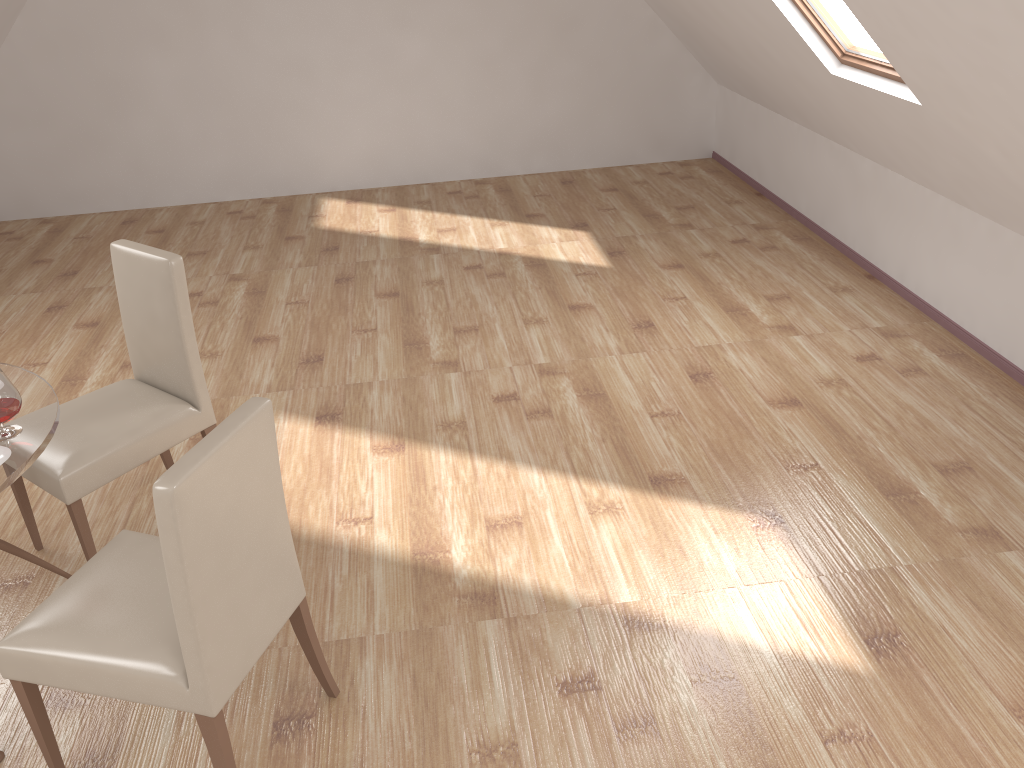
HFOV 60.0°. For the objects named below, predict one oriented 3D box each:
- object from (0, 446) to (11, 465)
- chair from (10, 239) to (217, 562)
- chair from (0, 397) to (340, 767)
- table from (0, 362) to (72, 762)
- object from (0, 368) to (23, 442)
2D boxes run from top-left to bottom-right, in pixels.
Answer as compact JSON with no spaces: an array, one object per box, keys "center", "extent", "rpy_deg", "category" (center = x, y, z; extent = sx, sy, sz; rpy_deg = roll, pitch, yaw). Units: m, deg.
[{"center":[-1.386,0.217,2.209],"extent":[0.228,0.020,0.228],"rpy_deg":[4,29,15],"category":"object"},{"center":[-1.386,0.093,3.041],"extent":[0.477,0.999,0.618],"rpy_deg":[17,35,34],"category":"chair"},{"center":[-0.863,0.522,2.177],"extent":[0.618,0.999,0.477],"rpy_deg":[6,29,17],"category":"chair"},{"center":[-1.809,0.544,2.488],"extent":[1.198,0.770,1.198],"rpy_deg":[4,29,13],"category":"table"},{"center":[-1.370,0.054,2.340],"extent":[0.136,0.183,0.136],"rpy_deg":[-17,31,-23],"category":"object"}]
